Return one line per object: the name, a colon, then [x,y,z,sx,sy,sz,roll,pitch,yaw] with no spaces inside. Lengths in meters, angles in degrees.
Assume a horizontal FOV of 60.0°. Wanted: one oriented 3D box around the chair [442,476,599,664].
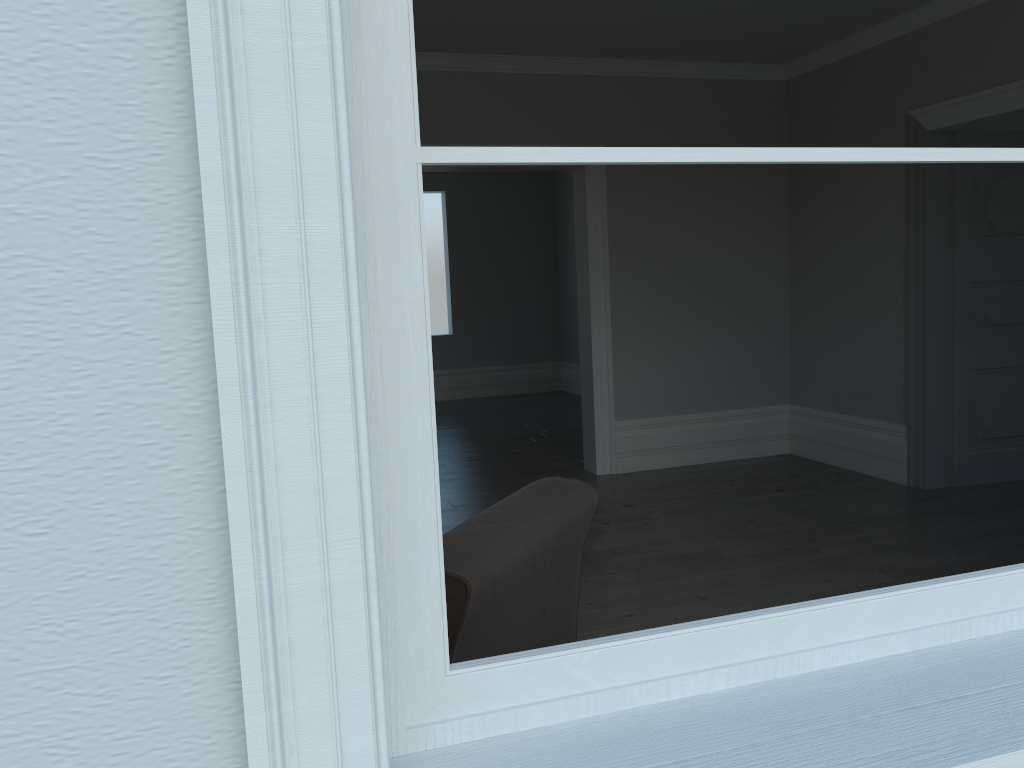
chair: [-0.343,0.686,2.236,0.970,0.795,0.808,0,7,24]
